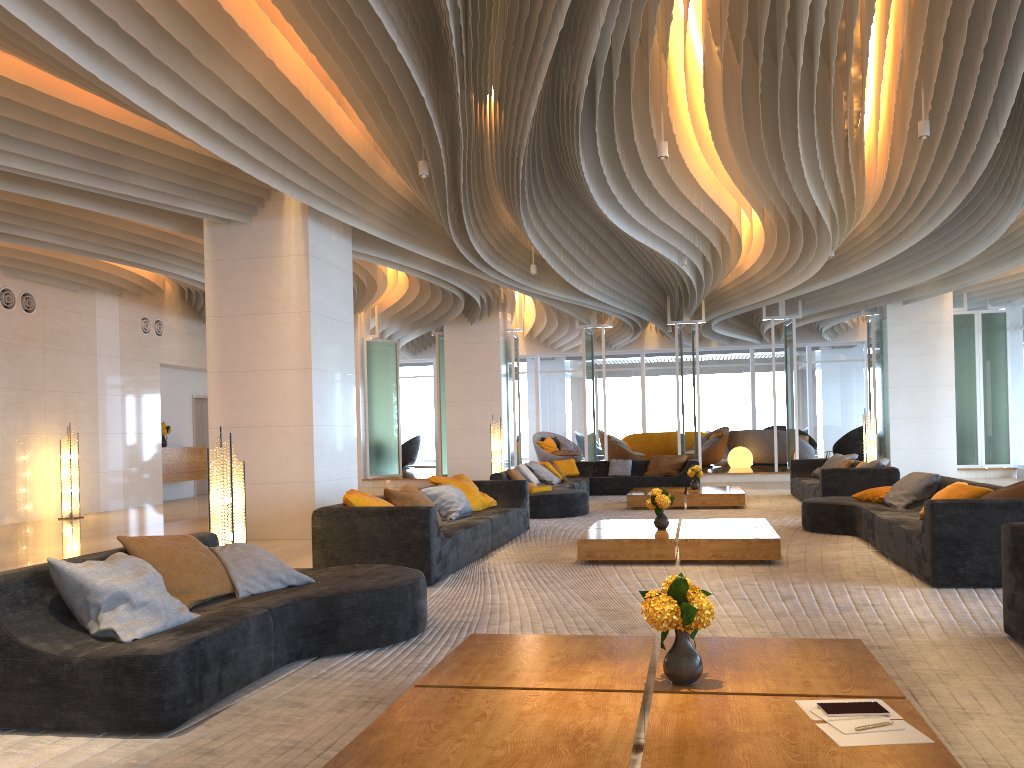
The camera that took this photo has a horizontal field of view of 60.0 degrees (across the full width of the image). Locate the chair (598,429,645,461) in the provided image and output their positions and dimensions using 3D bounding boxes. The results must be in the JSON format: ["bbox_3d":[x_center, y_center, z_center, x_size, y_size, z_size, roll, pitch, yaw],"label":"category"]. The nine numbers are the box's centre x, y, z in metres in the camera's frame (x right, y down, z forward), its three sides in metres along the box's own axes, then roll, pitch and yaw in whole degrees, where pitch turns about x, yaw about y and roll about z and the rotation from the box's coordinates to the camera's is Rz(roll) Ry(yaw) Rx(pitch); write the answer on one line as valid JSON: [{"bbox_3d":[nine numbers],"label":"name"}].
[{"bbox_3d":[2.697,1.603,21.762,1.125,1.005,1.535,-2,-2,19],"label":"chair"}]

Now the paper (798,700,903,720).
[{"bbox_3d":[1.007,0.974,2.653,0.256,0.001,0.186,-2,-3,3],"label":"paper"}]

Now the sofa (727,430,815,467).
[{"bbox_3d":[6.227,1.558,21.621,1.126,0.900,2.528,0,-3,-29],"label":"sofa"}]

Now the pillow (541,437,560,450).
[{"bbox_3d":[1.084,1.661,24.403,0.366,0.422,0.616,-3,-3,44],"label":"pillow"}]

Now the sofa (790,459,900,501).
[{"bbox_3d":[4.608,1.401,12.554,0.936,0.582,3.804,-2,-3,12],"label":"sofa"}]

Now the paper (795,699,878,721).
[{"bbox_3d":[1.005,0.975,2.657,0.262,0.001,0.197,-2,-3,2],"label":"paper"}]

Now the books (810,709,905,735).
[{"bbox_3d":[0.990,0.964,2.554,0.182,0.011,0.211,-1,-3,-8],"label":"books"}]

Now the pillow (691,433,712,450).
[{"bbox_3d":[4.780,1.462,22.318,0.478,0.454,0.613,0,-2,-27],"label":"pillow"}]

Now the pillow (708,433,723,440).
[{"bbox_3d":[5.042,1.420,22.017,0.374,0.422,0.603,-1,-2,-10],"label":"pillow"}]

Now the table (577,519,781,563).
[{"bbox_3d":[1.476,1.382,7.835,1.591,0.220,1.612,-2,-3,11],"label":"table"}]

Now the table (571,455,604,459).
[{"bbox_3d":[2.120,2.068,23.556,1.070,0.318,0.827,-2,-3,17],"label":"table"}]

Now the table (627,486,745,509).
[{"bbox_3d":[2.534,1.658,12.918,1.591,0.220,1.612,-2,-3,11],"label":"table"}]

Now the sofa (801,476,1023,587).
[{"bbox_3d":[3.434,1.144,7.734,1.344,0.582,4.171,-2,-3,10],"label":"sofa"}]

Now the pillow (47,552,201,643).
[{"bbox_3d":[-1.620,0.869,3.723,0.455,0.344,0.567,-2,-3,9],"label":"pillow"}]

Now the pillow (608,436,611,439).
[{"bbox_3d":[2.452,1.473,21.822,0.370,0.422,0.609,-2,-2,10],"label":"pillow"}]

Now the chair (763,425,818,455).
[{"bbox_3d":[7.290,1.584,23.384,1.524,1.005,1.133,-1,-2,-7],"label":"chair"}]

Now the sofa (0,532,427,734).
[{"bbox_3d":[-1.262,1.062,4.329,1.346,0.576,2.269,-2,-3,11],"label":"sofa"}]

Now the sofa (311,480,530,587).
[{"bbox_3d":[-0.640,1.273,8.196,0.936,0.582,3.804,-2,-3,12],"label":"sofa"}]

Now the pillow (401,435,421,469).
[{"bbox_3d":[-3.297,2.047,26.691,1.128,1.005,1.531,-2,-2,14],"label":"pillow"}]

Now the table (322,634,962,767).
[{"bbox_3d":[0.448,1.114,2.893,1.591,0.220,1.612,-2,-3,11],"label":"table"}]

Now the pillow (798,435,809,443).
[{"bbox_3d":[7.635,1.488,23.478,0.501,0.408,0.466,-2,-2,8],"label":"pillow"}]

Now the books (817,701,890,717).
[{"bbox_3d":[1.011,0.964,2.632,0.181,0.011,0.112,-1,-3,1],"label":"books"}]

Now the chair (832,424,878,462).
[{"bbox_3d":[8.551,1.448,21.630,1.532,1.005,1.127,-1,-2,-17],"label":"chair"}]

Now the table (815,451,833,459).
[{"bbox_3d":[7.633,1.857,22.337,1.090,0.318,0.811,0,-3,-18],"label":"table"}]

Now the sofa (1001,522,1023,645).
[{"bbox_3d":[2.454,0.848,2.355,1.325,0.582,4.228,-2,-3,18],"label":"sofa"}]

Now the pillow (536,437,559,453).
[{"bbox_3d":[0.981,1.658,24.007,0.466,0.454,0.630,-2,-2,27],"label":"pillow"}]

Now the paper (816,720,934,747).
[{"bbox_3d":[0.996,0.962,2.447,0.257,0.001,0.186,-1,-3,-3],"label":"paper"}]

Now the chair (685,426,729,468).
[{"bbox_3d":[4.795,1.564,21.990,1.137,1.005,1.518,-1,-2,-1],"label":"chair"}]

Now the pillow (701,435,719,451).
[{"bbox_3d":[4.844,1.449,21.638,0.460,0.408,0.508,-2,-2,13],"label":"pillow"}]

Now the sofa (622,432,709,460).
[{"bbox_3d":[4.099,1.725,23.523,2.561,0.900,1.111,-1,-2,0],"label":"sofa"}]

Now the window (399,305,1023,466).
[{"bbox_3d":[6.059,-0.366,9.431,22.427,3.218,53.851,0,-4,-23],"label":"window"}]

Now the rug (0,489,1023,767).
[{"bbox_3d":[1.547,1.512,8.154,5.479,0.022,16.338,-2,-3,11],"label":"rug"}]

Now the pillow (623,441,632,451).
[{"bbox_3d":[2.767,1.529,22.115,0.457,0.408,0.512,-3,-2,33],"label":"pillow"}]

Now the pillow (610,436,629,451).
[{"bbox_3d":[2.592,1.465,21.447,0.474,0.454,0.619,-1,-2,-7],"label":"pillow"}]

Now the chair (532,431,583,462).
[{"bbox_3d":[1.246,1.785,24.214,1.543,1.005,1.119,0,-3,-36],"label":"chair"}]

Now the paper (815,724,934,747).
[{"bbox_3d":[0.996,0.963,2.447,0.260,0.001,0.190,-1,-3,-2],"label":"paper"}]

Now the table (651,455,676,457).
[{"bbox_3d":[3.817,1.910,21.618,0.821,0.318,1.077,-1,-3,-7],"label":"table"}]

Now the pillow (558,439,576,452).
[{"bbox_3d":[1.504,1.701,24.468,0.510,0.408,0.459,-1,-2,-22],"label":"pillow"}]

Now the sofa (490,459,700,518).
[{"bbox_3d":[1.472,1.512,13.685,2.808,0.653,5.125,-2,-3,11],"label":"sofa"}]
